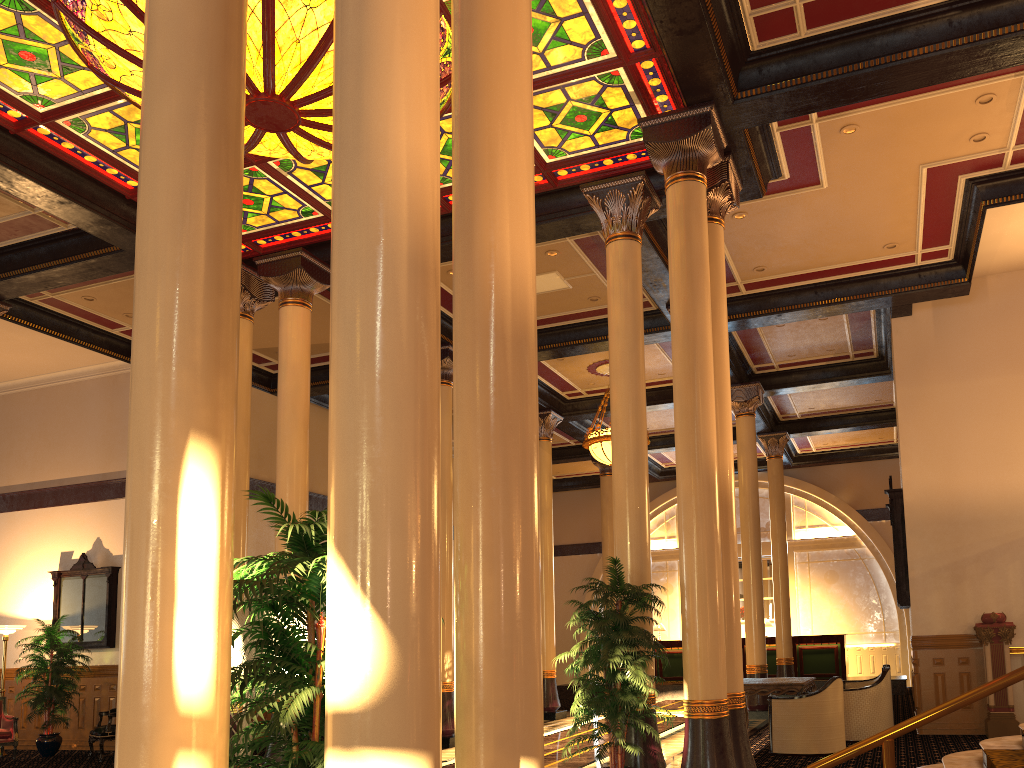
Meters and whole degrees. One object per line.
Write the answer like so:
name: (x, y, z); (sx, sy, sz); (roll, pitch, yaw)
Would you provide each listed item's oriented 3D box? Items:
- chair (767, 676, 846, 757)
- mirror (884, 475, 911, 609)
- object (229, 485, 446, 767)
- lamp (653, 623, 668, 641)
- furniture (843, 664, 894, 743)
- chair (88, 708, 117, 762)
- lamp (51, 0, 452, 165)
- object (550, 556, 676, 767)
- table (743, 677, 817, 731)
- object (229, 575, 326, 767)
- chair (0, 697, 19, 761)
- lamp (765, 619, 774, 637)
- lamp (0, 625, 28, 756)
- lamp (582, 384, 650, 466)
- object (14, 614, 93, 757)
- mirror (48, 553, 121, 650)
chair: (3.634, 4.012, 10.564); (0.753, 0.893, 1.004); (-11, -16, 41)
mirror: (5.762, 2.353, 13.022); (0.250, 1.943, 1.865); (-5, -12, 23)
object: (-0.804, 1.453, 3.599); (1.107, 2.105, 1.034); (2, -9, -19)
lamp: (3.726, 6.278, 22.009); (0.436, 0.434, 0.422); (3, -13, -23)
furniture: (4.948, 4.465, 12.283); (0.790, 0.922, 2.279); (-6, -16, 22)
chair: (-5.720, 4.889, 12.666); (0.781, 1.075, 0.722); (8, -14, -43)
lamp: (-1.881, -2.373, 6.796); (2.935, 0.588, 3.152); (-8, -17, 19)
object: (0.876, 2.558, 7.465); (1.023, 2.105, 1.119); (-3, -9, 10)
table: (3.638, 4.537, 12.149); (1.083, 0.755, 1.718); (-7, -16, 21)
object: (-2.600, 3.103, 9.071); (1.782, 2.223, 2.177); (-7, -13, 25)
chair: (-7.700, 5.075, 12.745); (0.628, 0.900, 0.719); (-11, -14, 41)
lamp: (6.140, 5.925, 21.124); (0.436, 0.434, 0.422); (3, -13, -23)
lamp: (-7.945, 4.780, 13.564); (0.595, 1.969, 0.579); (1, -8, -18)
lamp: (1.810, 0.666, 15.200); (1.168, 1.865, 1.242); (-4, -10, 16)
object: (-6.996, 4.571, 13.216); (1.107, 2.105, 1.034); (2, -9, -19)
mirror: (-6.942, 3.505, 14.054); (1.356, 1.521, 0.208); (-6, -8, 20)
